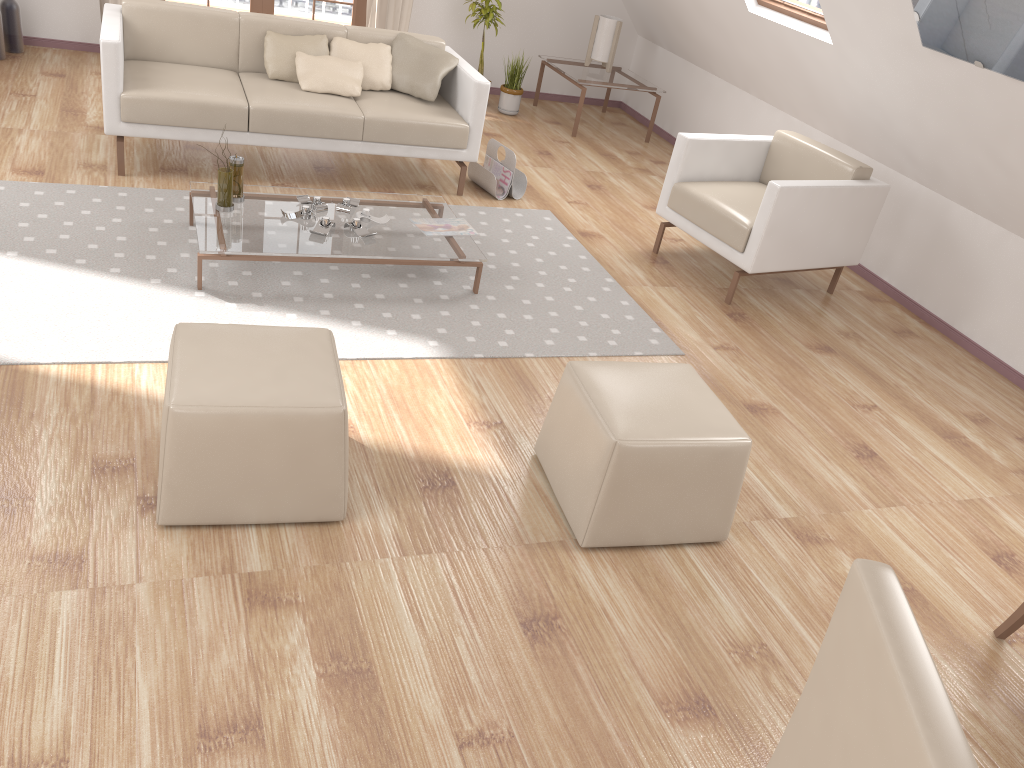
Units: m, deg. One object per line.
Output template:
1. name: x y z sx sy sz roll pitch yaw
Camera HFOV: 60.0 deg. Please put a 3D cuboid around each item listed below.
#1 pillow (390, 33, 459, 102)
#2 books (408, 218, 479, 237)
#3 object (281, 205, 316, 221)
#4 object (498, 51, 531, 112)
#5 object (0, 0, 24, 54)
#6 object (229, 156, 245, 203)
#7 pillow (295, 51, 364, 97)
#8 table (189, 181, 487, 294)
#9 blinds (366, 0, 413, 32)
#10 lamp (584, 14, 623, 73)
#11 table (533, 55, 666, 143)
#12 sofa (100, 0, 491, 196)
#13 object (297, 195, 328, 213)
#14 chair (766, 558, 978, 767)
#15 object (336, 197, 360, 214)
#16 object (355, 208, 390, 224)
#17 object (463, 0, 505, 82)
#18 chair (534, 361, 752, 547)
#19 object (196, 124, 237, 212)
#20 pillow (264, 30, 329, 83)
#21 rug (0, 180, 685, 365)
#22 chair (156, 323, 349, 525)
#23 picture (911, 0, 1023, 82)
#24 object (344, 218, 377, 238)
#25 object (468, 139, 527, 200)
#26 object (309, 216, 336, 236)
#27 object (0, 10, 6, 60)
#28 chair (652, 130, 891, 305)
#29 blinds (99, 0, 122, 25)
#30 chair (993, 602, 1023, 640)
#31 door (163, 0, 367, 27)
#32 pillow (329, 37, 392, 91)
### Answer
1. pillow: -0.521 -1.772 4.954 0.424 0.276 0.269 25 33 20
2. books: -0.305 -0.713 4.027 0.280 0.005 0.192 -6 35 -29
3. object: -0.915 -0.738 3.801 0.143 0.052 0.064 -2 33 -22
4. object: 0.020 -2.265 6.629 0.209 0.480 0.234 29 34 26
5. object: -3.180 -2.332 5.629 0.115 0.443 0.120 -5 35 -27
6. object: -1.183 -0.878 3.801 0.075 0.185 0.075 15 31 5
7. pillow: -0.968 -1.642 4.723 0.363 0.170 0.227 1 32 -18
8. table: -0.786 -0.637 3.919 1.173 0.190 0.730 -2 33 -22
9. blinds: -0.750 -3.196 6.170 0.424 2.129 0.123 -5 34 -26
10. lamp: 0.706 -2.615 6.800 0.221 0.375 0.180 16 31 7
11. table: 0.643 -2.204 6.849 0.730 0.390 0.773 -3 34 -24
12. sofa: -1.159 -1.538 4.773 1.880 0.706 0.820 -2 33 -22
13. object: -0.886 -0.815 3.939 0.143 0.052 0.064 31 35 29
14. chair: 0.644 0.794 1.264 0.618 0.999 0.477 12 30 -1
15. object: -0.738 -0.819 4.000 0.064 0.052 0.143 14 30 3
16. object: -0.617 -0.746 3.922 0.143 0.052 0.064 -2 33 -22
17. object: -0.242 -2.549 6.640 0.311 0.846 0.307 -6 35 -29
18. chair: 0.405 0.193 2.766 0.506 0.394 0.506 1 32 -19
19. object: -1.187 -0.889 3.646 0.123 0.359 0.184 20 31 13
20. pillow: -1.150 -1.755 4.760 0.351 0.235 0.185 0 32 -19
21. rug: -0.817 -0.523 3.898 2.800 0.007 1.600 -2 33 -22
22. chair: -0.730 0.091 2.521 0.506 0.394 0.506 1 32 -18
23. picture: 1.623 -1.575 3.236 0.683 0.738 0.650 -2 33 -22
24. object: -0.646 -0.668 3.784 0.143 0.051 0.064 31 35 29
25. object: -0.076 -1.250 5.120 0.212 0.267 0.315 -10 37 -33
26. object: -0.794 -0.665 3.723 0.064 0.052 0.143 14 30 3
27. object: -3.189 -2.218 5.435 0.115 0.443 0.120 -5 35 -27
28. chair: 1.304 -0.893 4.597 0.820 0.706 0.748 -8 36 -31
29. blinds: -2.428 -3.170 5.521 0.423 2.130 0.120 -3 34 -24
30. chair: 1.714 0.510 2.127 0.477 0.999 0.618 13 30 1
31. door: -1.656 -3.163 5.976 1.546 2.001 0.098 -2 33 -22
32. pillow: -0.833 -1.760 4.886 0.351 0.225 0.196 1 32 -18
